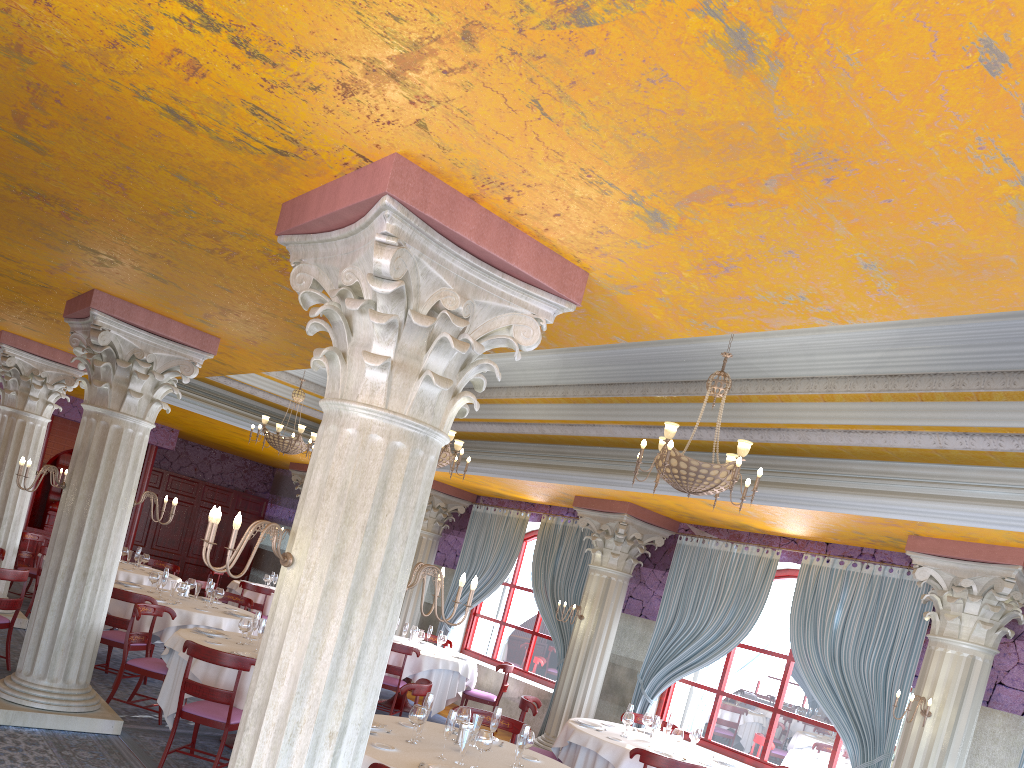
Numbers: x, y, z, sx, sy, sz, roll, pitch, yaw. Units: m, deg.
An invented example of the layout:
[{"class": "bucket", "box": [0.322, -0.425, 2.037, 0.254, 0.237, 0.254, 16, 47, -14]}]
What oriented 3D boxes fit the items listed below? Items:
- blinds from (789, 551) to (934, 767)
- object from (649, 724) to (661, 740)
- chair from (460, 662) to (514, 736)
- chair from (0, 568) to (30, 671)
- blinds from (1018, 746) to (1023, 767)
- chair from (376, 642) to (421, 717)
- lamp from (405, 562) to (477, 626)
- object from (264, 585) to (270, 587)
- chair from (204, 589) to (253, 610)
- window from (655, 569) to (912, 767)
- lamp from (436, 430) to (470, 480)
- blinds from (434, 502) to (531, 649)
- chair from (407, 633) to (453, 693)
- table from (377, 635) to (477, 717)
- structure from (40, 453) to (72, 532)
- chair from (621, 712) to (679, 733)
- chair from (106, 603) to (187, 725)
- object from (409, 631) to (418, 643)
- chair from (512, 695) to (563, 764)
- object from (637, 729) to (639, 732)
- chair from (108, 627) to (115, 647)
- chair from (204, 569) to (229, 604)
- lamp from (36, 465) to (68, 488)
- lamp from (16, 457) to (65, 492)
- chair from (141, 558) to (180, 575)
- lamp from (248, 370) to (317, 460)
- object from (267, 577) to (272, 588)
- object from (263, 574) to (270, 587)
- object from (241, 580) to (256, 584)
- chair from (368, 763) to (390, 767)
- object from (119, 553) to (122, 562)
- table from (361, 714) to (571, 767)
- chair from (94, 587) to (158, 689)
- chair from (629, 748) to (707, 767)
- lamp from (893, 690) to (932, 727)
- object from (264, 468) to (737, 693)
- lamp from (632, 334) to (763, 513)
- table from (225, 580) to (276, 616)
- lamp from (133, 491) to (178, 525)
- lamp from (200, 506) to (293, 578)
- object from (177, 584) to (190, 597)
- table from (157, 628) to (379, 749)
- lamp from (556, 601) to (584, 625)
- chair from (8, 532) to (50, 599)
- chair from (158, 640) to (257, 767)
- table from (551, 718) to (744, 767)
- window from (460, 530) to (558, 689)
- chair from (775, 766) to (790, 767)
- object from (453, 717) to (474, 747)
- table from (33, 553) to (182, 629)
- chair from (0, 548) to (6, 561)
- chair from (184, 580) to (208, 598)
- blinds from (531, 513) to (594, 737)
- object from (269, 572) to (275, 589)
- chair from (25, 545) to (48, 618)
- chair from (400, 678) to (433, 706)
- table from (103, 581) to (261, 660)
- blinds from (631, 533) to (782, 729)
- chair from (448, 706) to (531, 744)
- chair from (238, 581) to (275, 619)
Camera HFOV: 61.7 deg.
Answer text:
[{"class": "blinds", "box": [3.509, 3.633, 9.468, 0.252, 3.512, 1.654, 14, 0, -39]}, {"class": "object", "box": [1.548, 3.720, 9.222, 0.070, 0.210, 0.150, 15, -3, 33]}, {"class": "chair", "box": [-0.413, 4.665, 12.867, 0.641, 1.087, 0.762, 15, -3, 8]}, {"class": "chair", "box": [-5.423, 2.344, 8.725, 0.641, 1.087, 0.762, 15, -3, 8]}, {"class": "blinds", "box": [5.184, 3.574, 7.366, 0.252, 3.511, 1.702, 14, 0, -36]}, {"class": "chair", "box": [-1.708, 4.056, 11.760, 0.743, 1.088, 0.656, 15, -2, 7]}, {"class": "lamp", "box": [-0.381, 1.039, 4.257, 0.331, 0.272, 0.399, 9, -10, 39]}, {"class": "object", "box": [-4.878, 4.055, 17.140, 0.162, 0.009, 0.159, 19, -14, -17]}, {"class": "chair", "box": [-4.158, 3.483, 12.082, 0.743, 1.088, 0.656, 15, -2, 7]}, {"class": "window", "box": [3.438, 3.568, 10.660, 0.165, 2.536, 3.490, 14, -6, -38]}, {"class": "lamp", "box": [-0.772, -0.043, 9.878, 0.953, 2.170, 0.970, 15, -1, 7]}, {"class": "blinds", "box": [-0.666, 3.779, 14.708, 0.252, 3.512, 1.655, 14, 0, -36]}, {"class": "chair", "box": [-1.474, 4.702, 14.199, 0.743, 1.088, 0.656, 15, -2, 7]}, {"class": "table", "box": [-1.608, 4.429, 12.981, 2.169, 0.947, 2.051, 23, -13, -36]}, {"class": "structure", "box": [-9.134, 2.351, 17.963, 1.000, 1.842, 0.621, 16, -1, -38]}, {"class": "chair", "box": [1.564, 4.596, 10.386, 0.743, 1.088, 0.656, 15, -2, 7]}, {"class": "chair", "box": [-3.579, 2.809, 8.623, 0.641, 1.087, 0.762, 15, -3, 8]}, {"class": "object", "box": [-1.489, 3.826, 13.034, 0.070, 0.210, 0.150, 15, -3, 33]}, {"class": "chair", "box": [0.268, 3.987, 9.279, 0.641, 1.087, 0.762, 15, -3, 8]}, {"class": "object", "box": [1.457, 4.006, 9.900, 0.022, 0.003, 0.261, 13, -13, 8]}, {"class": "chair", "box": [-5.454, 2.874, 10.975, 0.641, 1.087, 0.762, 15, -3, 8]}, {"class": "chair", "box": [-5.700, 4.196, 16.770, 0.641, 1.087, 0.762, 15, -3, 8]}, {"class": "lamp", "box": [-6.223, 1.244, 11.590, 0.331, 0.272, 0.399, 9, -10, 39]}, {"class": "lamp", "box": [-4.076, 0.808, 7.389, 0.331, 0.272, 0.399, 9, -10, 39]}, {"class": "chair", "box": [-6.190, 3.555, 14.633, 0.743, 1.088, 0.656, 15, -2, 7]}, {"class": "lamp", "box": [-3.183, 0.041, 12.905, 0.953, 2.170, 0.970, 15, -1, 7]}, {"class": "object", "box": [-4.731, 3.862, 16.658, 0.083, 0.237, 0.088, 15, 0, 32]}, {"class": "object", "box": [-4.755, 3.814, 16.543, 0.126, 0.263, 0.119, 15, -1, -24]}, {"class": "object", "box": [-5.148, 3.872, 16.710, 0.327, 0.024, 0.307, 25, -16, -37]}, {"class": "chair", "box": [-0.552, 2.702, 4.823, 0.743, 1.088, 0.656, 15, -2, 7]}, {"class": "object", "box": [-6.206, 2.679, 13.469, 0.070, 0.210, 0.150, 15, -3, 33]}, {"class": "table", "box": [-0.452, 3.075, 6.045, 2.169, 0.947, 2.051, 23, -13, -36]}, {"class": "chair", "box": [-4.393, 2.837, 9.644, 0.743, 1.088, 0.656, 15, -2, 7]}, {"class": "chair", "box": [1.329, 3.950, 7.948, 0.743, 1.088, 0.656, 15, -2, 7]}, {"class": "lamp", "box": [3.704, 2.991, 7.882, 0.331, 0.272, 0.399, 9, -10, 39]}, {"class": "object", "box": [1.598, 3.612, 11.804, 2.170, 3.590, 28.577, 16, -11, -37]}, {"class": "lamp", "box": [1.679, -0.129, 6.801, 0.953, 2.170, 0.970, 15, -1, 7]}, {"class": "table", "box": [-4.539, 4.532, 16.660, 2.169, 0.947, 2.051, 23, -13, -36]}, {"class": "lamp", "box": [-3.298, 1.142, 7.919, 0.331, 0.272, 0.399, 9, -10, 39]}, {"class": "lamp", "box": [-1.159, 0.706, 3.727, 0.331, 0.272, 0.399, 9, -10, 39]}, {"class": "object", "box": [-4.173, 2.607, 10.918, 0.070, 0.210, 0.150, 15, -3, 33]}, {"class": "table", "box": [-2.418, 3.144, 8.513, 2.169, 0.947, 2.051, 23, -13, -36]}, {"class": "lamp", "box": [0.786, 3.093, 11.544, 0.331, 0.272, 0.399, 9, -10, 39]}, {"class": "chair", "box": [-7.486, 2.946, 13.526, 0.641, 1.087, 0.762, 15, -3, 8]}, {"class": "chair", "box": [-2.518, 2.771, 7.291, 0.743, 1.088, 0.656, 15, -2, 7]}, {"class": "table", "box": [1.429, 4.322, 9.169, 2.169, 0.947, 2.051, 23, -13, -36]}, {"class": "window", "box": [0.521, 3.670, 14.321, 0.165, 2.536, 3.490, 14, -6, -38]}, {"class": "chair", "box": [2.625, 4.559, 9.055, 0.641, 1.087, 0.762, 15, -3, 8]}, {"class": "object", "box": [-0.333, 2.473, 6.098, 0.070, 0.210, 0.150, 15, -3, 33]}, {"class": "table", "box": [-6.325, 3.281, 13.416, 2.169, 0.947, 2.051, 23, -13, -36]}, {"class": "chair", "box": [-6.484, 2.381, 10.056, 0.743, 1.088, 0.656, 15, -2, 7]}, {"class": "chair", "box": [-5.129, 3.517, 13.302, 0.641, 1.087, 0.762, 15, -3, 8]}, {"class": "blinds", "box": [0.564, 3.736, 13.164, 0.252, 3.512, 1.654, 14, 0, -39]}, {"class": "object", "box": [-4.714, 3.846, 16.785, 0.074, 0.335, 0.073, 15, 1, -2]}, {"class": "chair", "box": [-6.425, 2.909, 12.194, 0.743, 1.088, 0.656, 15, -2, 7]}, {"class": "chair", "box": [-1.223, 3.380, 8.398, 0.641, 1.087, 0.762, 15, -3, 8]}, {"class": "table", "box": [-4.292, 3.210, 10.865, 2.169, 0.947, 2.051, 23, -13, -36]}, {"class": "blinds", "box": [2.278, 3.676, 11.013, 0.252, 3.512, 1.655, 14, 0, -36]}, {"class": "chair", "box": [-0.318, 3.349, 7.262, 0.743, 1.088, 0.656, 15, -2, 7]}, {"class": "chair", "box": [-4.639, 4.159, 15.438, 0.743, 1.088, 0.656, 15, -2, 7]}]
